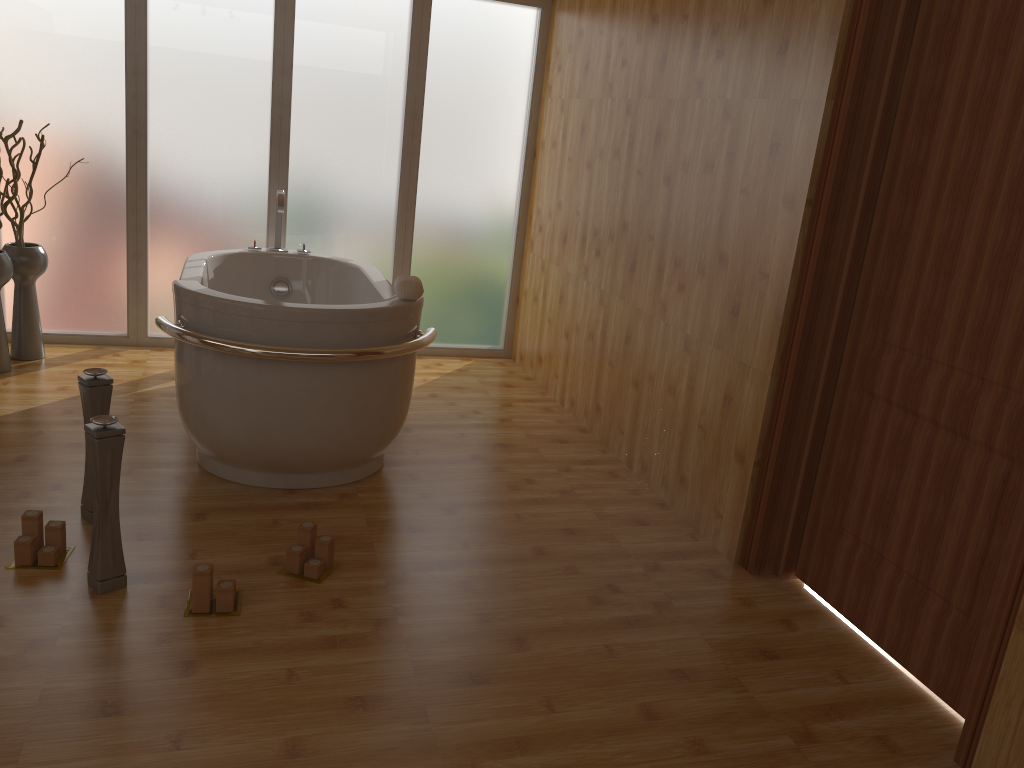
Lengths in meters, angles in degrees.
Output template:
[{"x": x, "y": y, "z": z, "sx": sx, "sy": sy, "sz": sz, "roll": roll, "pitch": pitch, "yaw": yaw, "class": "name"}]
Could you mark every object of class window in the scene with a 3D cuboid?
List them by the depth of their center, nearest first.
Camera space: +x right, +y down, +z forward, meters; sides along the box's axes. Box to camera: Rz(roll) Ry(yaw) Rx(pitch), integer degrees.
[{"x": -2.202, "y": -1.178, "z": 4.342, "sx": 0.581, "sy": 1.900, "sz": 0.010, "roll": 1, "pitch": 17, "yaw": -18, "class": "window"}, {"x": -1.552, "y": -1.163, "z": 4.552, "sx": 0.587, "sy": 1.900, "sz": 0.010, "roll": 1, "pitch": 17, "yaw": -18, "class": "window"}, {"x": -0.899, "y": -1.148, "z": 4.764, "sx": 0.587, "sy": 1.900, "sz": 0.010, "roll": 1, "pitch": 17, "yaw": -18, "class": "window"}, {"x": -0.241, "y": -1.133, "z": 4.977, "sx": 0.596, "sy": 1.900, "sz": 0.010, "roll": 1, "pitch": 17, "yaw": -18, "class": "window"}]

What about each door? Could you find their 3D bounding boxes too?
[{"x": 1.139, "y": -0.215, "z": 2.249, "sx": 0.106, "sy": 2.001, "sz": 0.823, "roll": 1, "pitch": 17, "yaw": -19, "class": "door"}]

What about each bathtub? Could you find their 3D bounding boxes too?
[{"x": -0.896, "y": -0.273, "z": 3.710, "sx": 0.977, "sy": 0.900, "sz": 1.946, "roll": 2, "pitch": 16, "yaw": -15, "class": "bathtub"}]

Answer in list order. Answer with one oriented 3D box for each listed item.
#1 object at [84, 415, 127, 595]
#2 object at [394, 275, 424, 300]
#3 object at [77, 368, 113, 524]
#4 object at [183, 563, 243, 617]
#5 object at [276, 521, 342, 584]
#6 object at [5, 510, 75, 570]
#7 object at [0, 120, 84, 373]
[{"x": -2.026, "y": -0.579, "z": 2.460, "sx": 2.276, "sy": 1.921, "sz": 0.347, "roll": 13, "pitch": 17, "yaw": 23, "class": "object"}, {"x": -0.368, "y": -0.343, "z": 3.159, "sx": 0.105, "sy": 0.077, "sz": 0.166, "roll": 4, "pitch": 16, "yaw": -10, "class": "object"}, {"x": -1.274, "y": 0.189, "z": 2.720, "sx": 0.080, "sy": 0.478, "sz": 0.080, "roll": 21, "pitch": 21, "yaw": 41, "class": "object"}, {"x": -0.793, "y": 0.527, "z": 2.367, "sx": 0.141, "sy": 0.131, "sz": 0.141, "roll": 3, "pitch": 16, "yaw": -14, "class": "object"}, {"x": -0.591, "y": 0.483, "z": 2.603, "sx": 0.141, "sy": 0.131, "sz": 0.141, "roll": 11, "pitch": 16, "yaw": 14, "class": "object"}, {"x": -1.326, "y": 0.429, "z": 2.494, "sx": 0.141, "sy": 0.131, "sz": 0.141, "roll": 4, "pitch": 16, "yaw": -10, "class": "object"}, {"x": -2.260, "y": -0.654, "z": 4.106, "sx": 0.284, "sy": 1.112, "sz": 0.655, "roll": 7, "pitch": 16, "yaw": 2, "class": "object"}]
